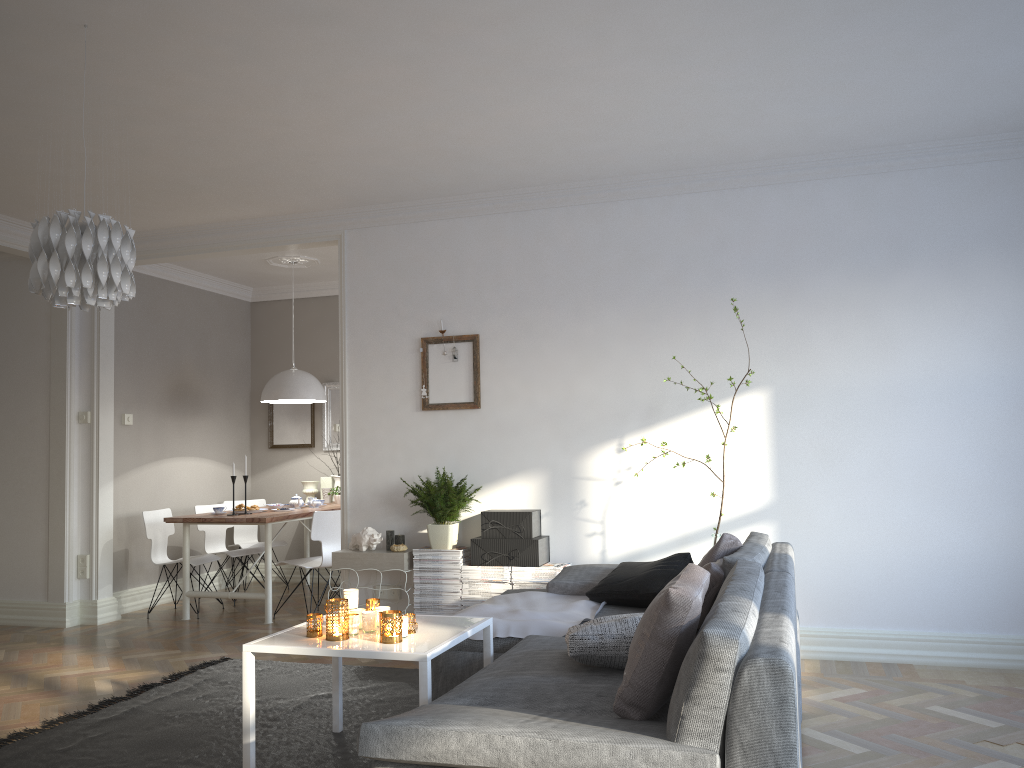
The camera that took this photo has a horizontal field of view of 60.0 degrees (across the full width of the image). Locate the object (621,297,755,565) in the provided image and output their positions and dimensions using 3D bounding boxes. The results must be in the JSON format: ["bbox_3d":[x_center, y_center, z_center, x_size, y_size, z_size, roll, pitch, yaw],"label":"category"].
[{"bbox_3d":[0.949,0.360,4.739,0.776,1.673,0.340,0,-4,-23],"label":"object"}]

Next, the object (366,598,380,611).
[{"bbox_3d":[-0.566,0.918,3.611,0.060,0.079,0.060,-2,-4,12],"label":"object"}]

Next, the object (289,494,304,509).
[{"bbox_3d":[-1.750,0.953,7.206,0.143,0.118,0.124,-3,-4,22],"label":"object"}]

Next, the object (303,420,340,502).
[{"bbox_3d":[-1.534,0.678,8.005,0.698,0.780,0.352,-1,-4,0],"label":"object"}]

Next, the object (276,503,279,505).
[{"bbox_3d":[-1.918,0.980,7.242,0.020,0.003,0.194,0,-5,-15],"label":"object"}]

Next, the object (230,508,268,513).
[{"bbox_3d":[-2.034,0.982,6.861,0.287,0.019,0.287,-2,-4,5],"label":"object"}]

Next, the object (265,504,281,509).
[{"bbox_3d":[-1.944,0.999,7.232,0.129,0.038,0.129,-3,-5,22],"label":"object"}]

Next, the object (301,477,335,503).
[{"bbox_3d":[-1.776,0.967,8.109,0.310,0.228,0.173,1,-4,-29],"label":"object"}]

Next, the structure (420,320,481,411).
[{"bbox_3d":[-0.396,-0.125,5.616,0.398,0.574,0.053,-2,-4,15],"label":"structure"}]

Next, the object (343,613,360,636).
[{"bbox_3d":[-0.599,0.898,3.310,0.060,0.073,0.060,-2,-4,6],"label":"object"}]

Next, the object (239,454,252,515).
[{"bbox_3d":[-1.993,0.749,6.635,0.095,0.448,0.095,-2,-4,13],"label":"object"}]

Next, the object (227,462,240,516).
[{"bbox_3d":[-2.054,0.769,6.542,0.095,0.396,0.095,-2,-4,13],"label":"object"}]

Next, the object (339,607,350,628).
[{"bbox_3d":[-0.647,0.910,3.458,0.060,0.073,0.060,-1,-4,-3],"label":"object"}]

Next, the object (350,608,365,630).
[{"bbox_3d":[-0.595,0.906,3.416,0.060,0.073,0.060,-1,-4,-3],"label":"object"}]

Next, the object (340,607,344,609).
[{"bbox_3d":[-0.647,0.908,3.458,0.056,0.066,0.056,0,-4,-21],"label":"object"}]

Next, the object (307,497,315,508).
[{"bbox_3d":[-1.655,0.975,7.316,0.072,0.086,0.086,0,-4,-17],"label":"object"}]

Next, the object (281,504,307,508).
[{"bbox_3d":[-1.834,1.021,7.432,0.287,0.019,0.287,0,-4,-10],"label":"object"}]

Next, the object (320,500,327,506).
[{"bbox_3d":[-1.621,1.002,7.479,0.116,0.056,0.116,0,-4,-10],"label":"object"}]

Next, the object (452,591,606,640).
[{"bbox_3d":[0.062,1.235,4.115,0.726,0.436,0.812,-2,-4,16],"label":"object"}]

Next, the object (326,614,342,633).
[{"bbox_3d":[-0.664,0.899,3.305,0.060,0.073,0.060,-2,-4,6],"label":"object"}]

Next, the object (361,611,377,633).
[{"bbox_3d":[-0.540,0.901,3.359,0.060,0.073,0.060,1,-4,-27],"label":"object"}]

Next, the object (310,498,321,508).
[{"bbox_3d":[-1.600,0.968,7.233,0.090,0.086,0.090,1,-4,-28],"label":"object"}]

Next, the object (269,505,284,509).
[{"bbox_3d":[-1.882,0.986,7.076,0.129,0.038,0.129,-3,-5,17],"label":"object"}]

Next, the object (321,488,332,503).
[{"bbox_3d":[-1.667,1.005,7.989,0.094,0.131,0.097,0,-4,-16],"label":"object"}]

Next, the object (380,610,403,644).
[{"bbox_3d":[-0.432,0.868,3.171,0.080,0.104,0.080,-2,-4,8],"label":"object"}]

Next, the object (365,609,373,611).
[{"bbox_3d":[-0.569,0.919,3.490,0.052,0.058,0.050,0,-4,-13],"label":"object"}]

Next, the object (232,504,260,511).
[{"bbox_3d":[-2.059,0.956,6.859,0.197,0.063,0.189,0,-4,-12],"label":"object"}]

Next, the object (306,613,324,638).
[{"bbox_3d":[-0.734,0.897,3.294,0.060,0.079,0.060,-2,-4,8],"label":"object"}]

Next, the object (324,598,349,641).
[{"bbox_3d":[-0.640,0.860,3.239,0.090,0.139,0.087,0,-4,-12],"label":"object"}]

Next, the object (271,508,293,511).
[{"bbox_3d":[-1.787,0.984,6.921,0.180,0.014,0.180,0,-5,-17],"label":"object"}]

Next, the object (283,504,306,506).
[{"bbox_3d":[-1.836,1.017,7.437,0.194,0.022,0.201,-5,-6,37],"label":"object"}]

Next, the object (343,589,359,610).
[{"bbox_3d":[-0.625,0.835,3.441,0.060,0.073,0.060,-4,-5,33],"label":"object"}]

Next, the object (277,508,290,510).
[{"bbox_3d":[-1.785,0.979,6.910,0.100,0.025,0.066,-1,-4,-5],"label":"object"}]

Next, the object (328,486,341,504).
[{"bbox_3d":[-1.511,0.968,7.759,0.178,0.162,0.169,1,-5,-32],"label":"object"}]
